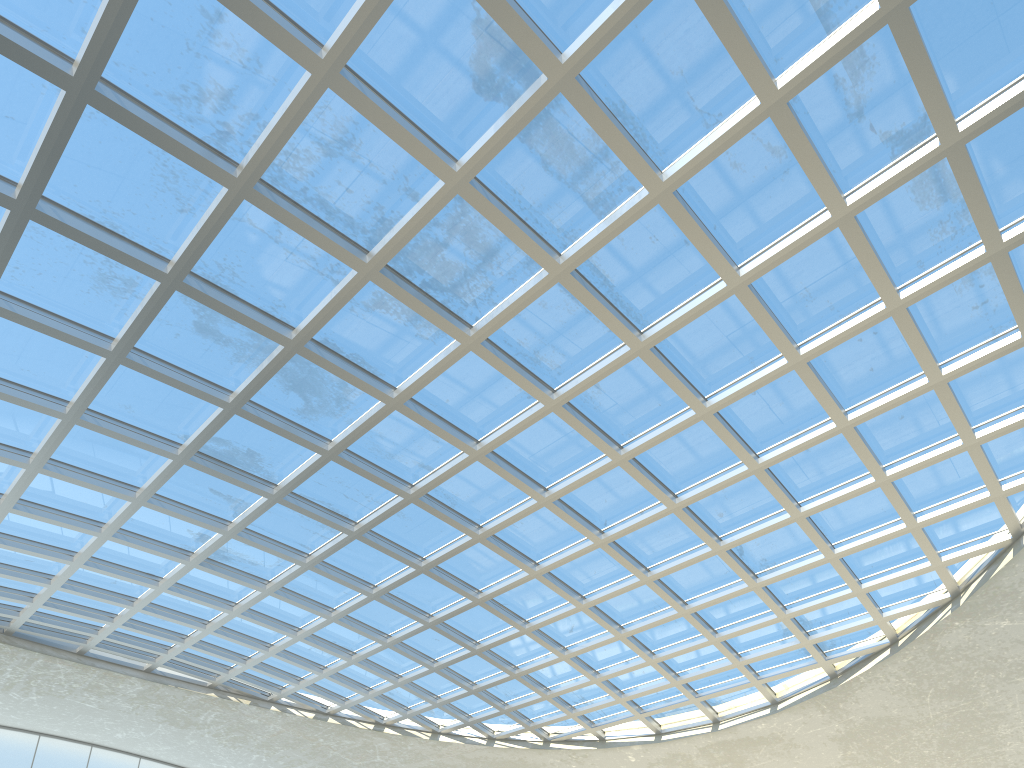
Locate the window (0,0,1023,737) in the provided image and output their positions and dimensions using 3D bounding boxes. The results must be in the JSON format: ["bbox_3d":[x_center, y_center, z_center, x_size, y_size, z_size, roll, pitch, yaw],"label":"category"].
[{"bbox_3d":[-8.348,8.750,45.166,84.891,9.442,87.045,-30,-50,33],"label":"window"}]
